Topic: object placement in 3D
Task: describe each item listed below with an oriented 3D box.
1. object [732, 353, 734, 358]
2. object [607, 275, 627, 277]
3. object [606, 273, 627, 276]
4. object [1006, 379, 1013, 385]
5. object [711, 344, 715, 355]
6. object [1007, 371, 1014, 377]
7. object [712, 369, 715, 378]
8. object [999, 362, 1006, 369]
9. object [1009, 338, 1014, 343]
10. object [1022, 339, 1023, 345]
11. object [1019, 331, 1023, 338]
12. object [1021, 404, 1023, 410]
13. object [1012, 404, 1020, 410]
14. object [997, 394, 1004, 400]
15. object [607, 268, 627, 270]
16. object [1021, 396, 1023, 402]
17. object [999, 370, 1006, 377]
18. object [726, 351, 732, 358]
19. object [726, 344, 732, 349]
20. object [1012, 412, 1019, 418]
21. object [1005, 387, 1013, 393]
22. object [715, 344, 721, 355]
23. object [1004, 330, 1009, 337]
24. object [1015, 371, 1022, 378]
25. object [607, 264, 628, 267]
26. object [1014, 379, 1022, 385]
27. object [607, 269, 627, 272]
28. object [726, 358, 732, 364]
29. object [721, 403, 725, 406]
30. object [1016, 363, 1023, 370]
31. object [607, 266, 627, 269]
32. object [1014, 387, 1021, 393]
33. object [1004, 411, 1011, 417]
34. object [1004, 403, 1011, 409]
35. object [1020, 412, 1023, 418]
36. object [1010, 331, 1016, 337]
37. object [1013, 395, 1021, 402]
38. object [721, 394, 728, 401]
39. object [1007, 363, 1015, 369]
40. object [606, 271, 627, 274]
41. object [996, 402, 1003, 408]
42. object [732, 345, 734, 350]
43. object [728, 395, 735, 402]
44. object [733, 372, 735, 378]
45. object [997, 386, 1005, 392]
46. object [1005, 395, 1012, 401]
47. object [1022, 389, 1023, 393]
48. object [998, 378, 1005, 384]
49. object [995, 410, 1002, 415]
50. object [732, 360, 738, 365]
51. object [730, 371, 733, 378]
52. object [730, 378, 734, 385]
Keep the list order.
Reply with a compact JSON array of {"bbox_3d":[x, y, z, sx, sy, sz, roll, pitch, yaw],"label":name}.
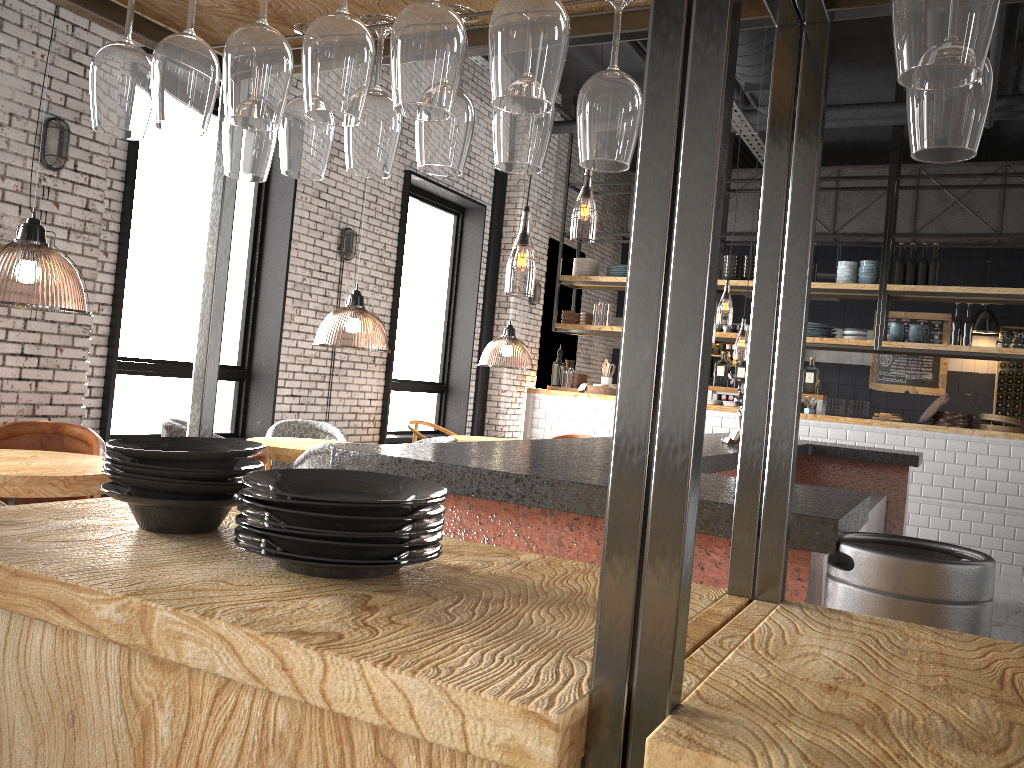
[{"bbox_3d":[3.355,-0.433,13.293,0.088,0.108,0.107,5,-1,-13],"label":"object"},{"bbox_3d":[1.391,-1.300,10.999,0.454,0.033,0.453,5,0,35],"label":"object"},{"bbox_3d":[1.393,-1.324,11.000,0.454,0.043,0.453,5,0,29],"label":"object"},{"bbox_3d":[6.497,-0.029,11.567,0.079,0.079,0.283,5,0,27],"label":"object"},{"bbox_3d":[3.040,-0.583,13.467,0.079,0.281,0.079,5,-1,31],"label":"object"},{"bbox_3d":[6.496,-0.135,11.549,0.079,0.079,0.283,5,0,27],"label":"object"},{"bbox_3d":[3.091,-0.157,13.417,0.100,0.139,0.088,5,-1,28],"label":"object"},{"bbox_3d":[6.432,-0.246,11.614,0.079,0.079,0.283,5,0,27],"label":"object"},{"bbox_3d":[6.534,-0.554,11.557,0.079,0.079,0.283,5,0,27],"label":"object"},{"bbox_3d":[6.620,-0.546,11.518,0.079,0.079,0.283,5,0,27],"label":"object"},{"bbox_3d":[6.638,-0.650,11.537,0.079,0.079,0.283,5,0,27],"label":"object"},{"bbox_3d":[6.644,0.301,11.492,0.079,0.079,0.280,5,0,27],"label":"object"},{"bbox_3d":[6.551,0.293,11.517,0.079,0.079,0.280,5,0,27],"label":"object"},{"bbox_3d":[6.383,0.172,11.585,0.079,0.079,0.283,5,0,27],"label":"object"},{"bbox_3d":[1.399,-1.394,11.001,0.454,0.043,0.453,5,0,32],"label":"object"},{"bbox_3d":[6.645,0.196,11.477,0.079,0.079,0.283,5,0,27],"label":"object"},{"bbox_3d":[6.418,-0.142,11.604,0.079,0.079,0.283,5,0,27],"label":"object"},{"bbox_3d":[3.261,-0.444,13.340,0.092,0.112,0.100,5,-1,13],"label":"object"},{"bbox_3d":[3.265,-0.599,13.334,0.079,0.156,0.079,5,-1,37],"label":"object"},{"bbox_3d":[6.549,0.398,11.529,0.079,0.079,0.280,5,0,27],"label":"object"},{"bbox_3d":[6.496,0.076,11.583,0.079,0.079,0.283,5,0,27],"label":"object"},{"bbox_3d":[3.122,-0.576,13.424,0.079,0.281,0.079,5,-1,6],"label":"object"},{"bbox_3d":[6.462,-0.666,11.606,0.079,0.079,0.283,5,0,27],"label":"object"},{"bbox_3d":[6.590,-0.126,11.527,0.079,0.079,0.283,5,0,27],"label":"object"},{"bbox_3d":[1.403,-1.442,11.001,0.454,0.050,0.453,5,0,40],"label":"object"},{"bbox_3d":[6.572,-0.022,11.507,0.079,0.079,0.283,5,0,27],"label":"object"},{"bbox_3d":[1.398,-1.370,11.001,0.454,0.038,0.454,5,0,4],"label":"object"},{"bbox_3d":[3.255,-0.340,13.337,0.088,0.108,0.107,5,-1,-13],"label":"object"},{"bbox_3d":[3.187,0.327,13.326,0.092,0.112,0.100,5,-1,13],"label":"object"},{"bbox_3d":[6.607,-0.230,11.542,0.079,0.079,0.283,5,0,27],"label":"object"},{"bbox_3d":[1.401,-1.418,11.002,0.454,0.048,0.453,5,0,24],"label":"object"},{"bbox_3d":[6.578,0.084,11.536,0.079,0.079,0.283,5,0,27],"label":"object"},{"bbox_3d":[6.447,0.389,11.537,0.079,0.079,0.280,5,0,27],"label":"object"},{"bbox_3d":[6.459,0.284,11.543,0.079,0.079,0.280,5,0,27],"label":"object"},{"bbox_3d":[6.615,0.404,11.452,0.079,0.079,0.280,5,0,27],"label":"object"},{"bbox_3d":[6.561,-0.657,11.594,0.079,0.079,0.283,5,0,27],"label":"object"},{"bbox_3d":[6.557,0.187,11.512,0.079,0.079,0.283,5,0,27],"label":"object"},{"bbox_3d":[3.199,0.182,13.340,0.100,0.139,0.088,5,-1,28],"label":"object"},{"bbox_3d":[6.507,-0.239,11.554,0.079,0.079,0.283,5,0,27],"label":"object"},{"bbox_3d":[1.395,-1.348,11.001,0.454,0.044,0.453,5,0,22],"label":"object"},{"bbox_3d":[6.390,0.278,11.616,0.079,0.079,0.280,5,0,27],"label":"object"},{"bbox_3d":[3.349,-0.591,13.290,0.079,0.156,0.079,6,-1,-28],"label":"object"},{"bbox_3d":[3.296,0.190,13.291,0.100,0.139,0.088,5,-1,28],"label":"object"},{"bbox_3d":[3.360,-0.134,13.286,0.090,0.101,0.111,5,-1,-7],"label":"object"},{"bbox_3d":[6.403,0.068,11.608,0.079,0.079,0.283,5,0,27],"label":"object"},{"bbox_3d":[6.478,0.180,11.563,0.079,0.079,0.283,5,0,27],"label":"object"},{"bbox_3d":[6.645,0.090,11.459,0.079,0.079,0.283,5,0,27],"label":"object"},{"bbox_3d":[6.420,-0.036,11.624,0.079,0.079,0.283,5,0,27],"label":"object"},{"bbox_3d":[6.370,0.382,11.592,0.079,0.079,0.280,5,0,27],"label":"object"},{"bbox_3d":[3.342,-0.334,13.292,0.092,0.112,0.100,5,-1,13],"label":"object"},{"bbox_3d":[3.272,-0.142,13.330,0.090,0.101,0.111,5,-1,-7],"label":"object"},{"bbox_3d":[3.313,-0.036,13.303,0.090,0.101,0.111,5,-1,-7],"label":"object"}]
